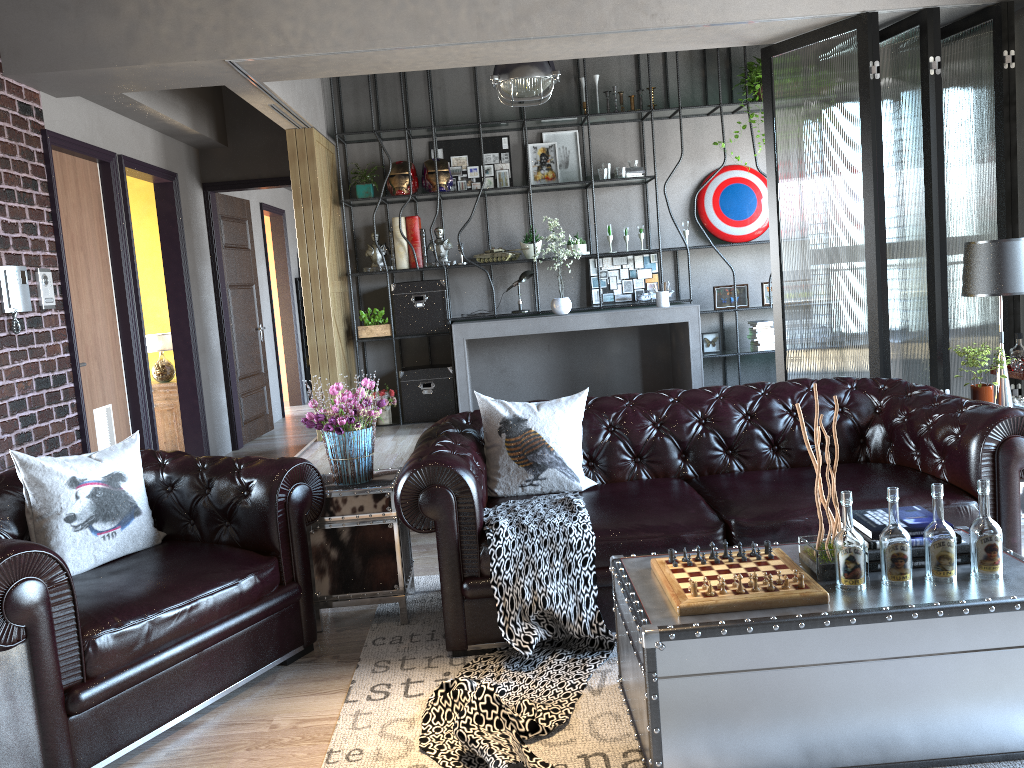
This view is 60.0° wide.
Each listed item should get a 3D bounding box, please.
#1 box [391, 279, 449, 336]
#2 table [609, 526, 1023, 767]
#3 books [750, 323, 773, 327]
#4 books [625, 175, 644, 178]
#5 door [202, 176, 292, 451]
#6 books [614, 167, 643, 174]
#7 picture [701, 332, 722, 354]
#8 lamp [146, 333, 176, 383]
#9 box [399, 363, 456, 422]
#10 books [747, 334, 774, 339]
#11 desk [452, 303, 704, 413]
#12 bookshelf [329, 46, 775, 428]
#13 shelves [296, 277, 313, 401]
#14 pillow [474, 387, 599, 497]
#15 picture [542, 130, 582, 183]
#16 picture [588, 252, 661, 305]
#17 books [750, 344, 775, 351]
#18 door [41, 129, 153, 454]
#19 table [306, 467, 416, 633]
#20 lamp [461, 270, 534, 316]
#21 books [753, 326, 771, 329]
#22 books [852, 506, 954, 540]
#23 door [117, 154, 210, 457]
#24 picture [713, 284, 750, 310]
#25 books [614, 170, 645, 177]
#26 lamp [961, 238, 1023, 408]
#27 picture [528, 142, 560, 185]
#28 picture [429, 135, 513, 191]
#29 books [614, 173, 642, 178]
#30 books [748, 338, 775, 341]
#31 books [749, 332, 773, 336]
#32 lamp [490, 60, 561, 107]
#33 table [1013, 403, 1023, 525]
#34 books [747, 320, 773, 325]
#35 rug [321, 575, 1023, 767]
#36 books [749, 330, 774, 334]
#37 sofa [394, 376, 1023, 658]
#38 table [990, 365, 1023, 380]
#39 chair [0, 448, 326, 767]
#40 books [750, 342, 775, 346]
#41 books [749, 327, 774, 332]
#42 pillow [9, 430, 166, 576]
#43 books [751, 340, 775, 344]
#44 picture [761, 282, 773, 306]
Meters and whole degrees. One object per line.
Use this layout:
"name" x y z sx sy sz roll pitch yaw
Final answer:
"box" -0.826 -0.707 8.126 0.489 0.480 0.374 -5 6 -1
"table" 0.977 0.805 2.744 1.254 0.469 0.685 -5 6 -1
"books" 2.297 -0.548 8.175 0.155 0.020 0.205 -5 7 -1
"books" 1.079 -1.881 8.145 0.179 0.034 0.243 -7 7 -18
"door" -2.255 -0.726 8.978 1.150 2.540 1.130 -5 6 -1
"books" 1.068 -1.959 8.138 0.225 0.029 0.179 -6 7 -9
"picture" 1.839 -0.381 8.185 0.172 0.190 0.036 -5 6 -1
"lamp" -3.125 0.068 7.983 0.291 1.043 0.441 -8 7 -27
"box" -0.765 0.071 8.207 0.489 0.480 0.374 -5 6 -1
"books" 2.302 -0.440 8.181 0.193 0.028 0.246 -5 7 -6
"desk" 0.570 -0.203 8.048 2.129 0.884 0.846 -5 6 -1
"bookshelf" 0.752 -1.423 8.101 4.483 3.278 0.527 -5 6 -1
"shelves" -2.369 -0.648 12.116 0.911 1.675 0.354 -5 6 -1
"pillow" 0.108 0.245 3.988 0.528 0.468 0.284 -4 6 2
"picture" 0.467 -2.084 8.217 0.332 0.514 0.119 -5 6 -1
"picture" 1.063 -0.989 8.340 0.665 0.446 0.051 -5 6 -1
"books" 2.325 -0.345 8.180 0.192 0.043 0.248 -5 7 -1
"door" -2.812 -0.321 5.942 0.219 2.536 1.004 -5 6 -1
"table" -0.671 0.721 3.948 0.417 0.608 0.406 -5 6 -1
"lamp" -0.124 -0.835 8.156 0.739 0.370 0.205 -2 7 23
"books" 2.299 -0.526 8.164 0.162 0.023 0.232 -3 7 15
"books" 1.231 0.443 2.837 0.251 0.030 0.237 -4 7 1
"door" -3.278 -0.423 7.098 1.098 2.540 1.151 -5 6 -1
"picture" 1.987 -0.791 8.042 0.313 0.212 0.049 -5 6 -1
"books" 1.079 -1.934 8.147 0.243 0.024 0.175 -5 7 -5
"lamp" 2.349 -0.275 4.261 0.333 0.830 0.334 -4 6 2
"picture" 0.295 -2.015 8.178 0.268 0.413 0.101 -5 6 -1
"picture" -0.377 -2.028 8.234 0.749 0.502 0.058 -5 6 -1
"books" 1.068 -1.909 8.148 0.166 0.024 0.227 -7 7 -22
"books" 2.305 -0.419 8.184 0.192 0.014 0.256 -4 7 2
"books" 2.298 -0.465 8.185 0.158 0.021 0.224 -5 7 -1
"lamp" 0.031 -2.650 6.539 0.534 1.147 0.516 -7 7 -23
"table" 2.384 0.435 4.318 0.405 0.608 0.418 -5 6 -1
"books" 2.286 -0.568 8.167 0.159 0.024 0.201 -6 7 -11
"rug" 0.640 0.998 3.296 2.474 0.003 2.257 -5 7 -1
"books" 2.302 -0.487 8.181 0.155 0.022 0.205 -5 7 -6
"sofa" 0.819 0.487 3.962 2.566 0.837 1.241 -5 6 -1
"table" 2.894 0.295 4.631 0.438 0.731 0.804 -5 6 -5
"chair" -1.609 0.749 3.342 1.244 0.844 1.495 -1 7 29
"books" 2.323 -0.378 8.179 0.175 0.023 0.250 -5 7 -5
"books" 2.300 -0.506 8.174 0.174 0.019 0.244 -5 7 -1
"pillow" -1.640 0.449 3.478 0.290 0.501 0.542 0 8 37
"books" 2.321 -0.401 8.177 0.175 0.023 0.250 -5 7 0
"picture" 2.427 -0.828 8.048 0.313 0.212 0.048 -5 6 -1
